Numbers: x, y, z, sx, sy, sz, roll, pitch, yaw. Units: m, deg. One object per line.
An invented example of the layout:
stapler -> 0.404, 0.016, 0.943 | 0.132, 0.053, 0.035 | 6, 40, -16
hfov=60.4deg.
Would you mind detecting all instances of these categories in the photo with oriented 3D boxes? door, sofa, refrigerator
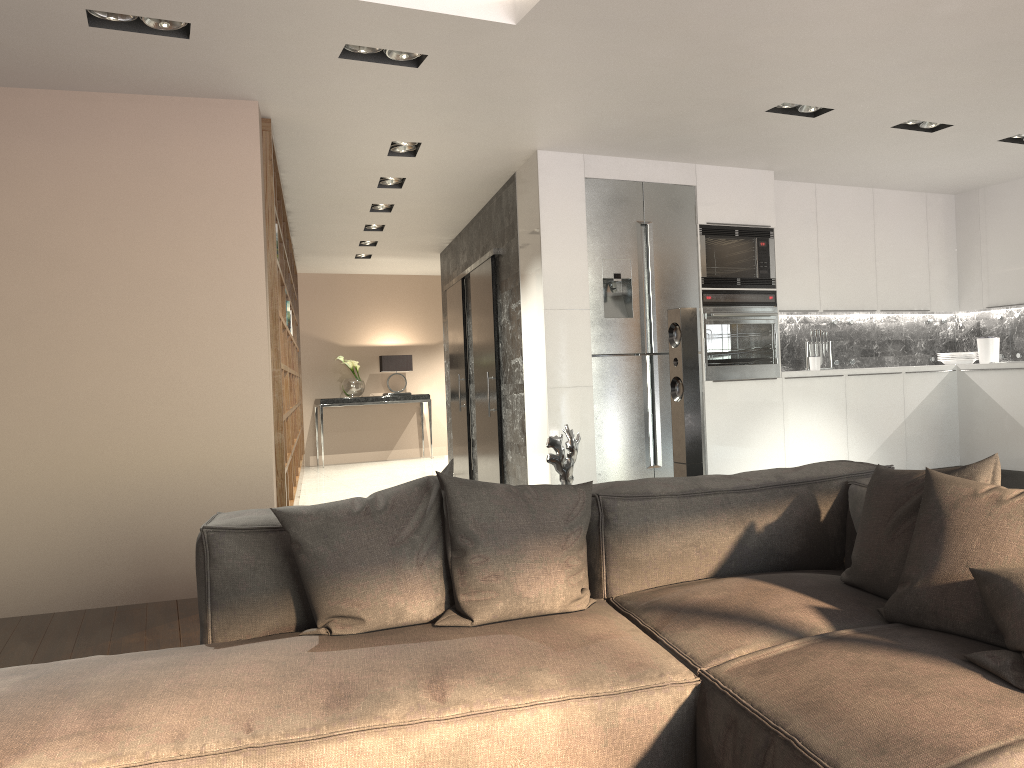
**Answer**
door -> -0.383, -0.038, 8.270 | 0.133, 2.056, 2.766 | -2, 0, -13
sofa -> 0.218, 0.658, 1.655 | 2.815, 0.704, 2.414 | -2, 0, -14
refrigerator -> 0.839, -0.213, 6.291 | 0.911, 2.343, 0.558 | -2, 0, -25

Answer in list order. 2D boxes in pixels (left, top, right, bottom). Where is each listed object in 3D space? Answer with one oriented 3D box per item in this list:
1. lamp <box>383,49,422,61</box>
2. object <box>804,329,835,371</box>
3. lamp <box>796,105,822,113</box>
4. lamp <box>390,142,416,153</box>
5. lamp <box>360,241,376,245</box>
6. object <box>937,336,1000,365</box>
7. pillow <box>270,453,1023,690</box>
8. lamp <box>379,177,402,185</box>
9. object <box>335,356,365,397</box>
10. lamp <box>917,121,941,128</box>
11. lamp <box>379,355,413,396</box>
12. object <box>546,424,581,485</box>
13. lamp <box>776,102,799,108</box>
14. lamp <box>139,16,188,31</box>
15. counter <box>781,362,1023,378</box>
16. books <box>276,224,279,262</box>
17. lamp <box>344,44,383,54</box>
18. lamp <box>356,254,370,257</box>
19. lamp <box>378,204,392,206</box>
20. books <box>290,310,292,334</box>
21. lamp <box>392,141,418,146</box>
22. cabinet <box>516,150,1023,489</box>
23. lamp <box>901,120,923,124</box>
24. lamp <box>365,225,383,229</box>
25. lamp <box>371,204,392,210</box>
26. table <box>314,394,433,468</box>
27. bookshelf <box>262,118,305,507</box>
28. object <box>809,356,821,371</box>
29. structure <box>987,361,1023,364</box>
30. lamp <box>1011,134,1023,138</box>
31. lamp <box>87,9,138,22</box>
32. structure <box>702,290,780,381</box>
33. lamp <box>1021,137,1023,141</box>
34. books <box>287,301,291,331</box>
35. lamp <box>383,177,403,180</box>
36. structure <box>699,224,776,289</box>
lamp -> -0.495, -1.522, 3.999 | 0.168, 0.077, 0.185 | -2, 0, 31
object -> 2.516, -0.281, 7.216 | 0.302, 0.336, 0.058 | -2, 0, -22
lamp -> 1.729, -1.615, 5.079 | 0.187, 0.077, 0.167 | -3, 0, -41
lamp -> -0.702, -1.524, 5.634 | 0.170, 0.077, 0.183 | -2, 0, 22
lamp -> -1.527, -1.515, 9.307 | 0.182, 0.077, 0.172 | -2, 0, -14
object -> 4.010, -0.292, 7.774 | 0.365, 0.234, 0.535 | -2, 0, -14
pillow -> 0.564, 0.388, 2.243 | 2.011, 0.431, 1.102 | -2, 0, 27
lamp -> -0.909, -1.522, 6.552 | 0.170, 0.077, 0.183 | -2, 0, 22
object -> -2.078, -0.102, 11.431 | 0.279, 0.546, 0.339 | -2, 0, 41
lamp -> 2.639, -1.653, 5.523 | 0.187, 0.077, 0.167 | -3, 0, -41
lamp -> -1.531, -0.115, 11.660 | 0.416, 0.528, 0.274 | -2, 0, -25
object -> 0.209, 0.296, 3.320 | 0.270, 0.287, 0.299 | -2, 0, 36
lamp -> 1.560, -1.608, 4.996 | 0.184, 0.077, 0.169 | -2, 0, -24
lamp -> -1.407, -1.483, 3.554 | 0.185, 0.077, 0.168 | -2, 0, -29
counter -> 3.637, -0.128, 5.857 | 2.809, 0.041, 3.859 | -2, 0, -23
books -> -1.585, -0.890, 5.577 | 0.198, 0.248, 0.042 | -2, 0, -16
lamp -> -0.664, -1.514, 3.916 | 0.183, 0.077, 0.171 | -2, 0, -18
lamp -> -1.737, -1.513, 10.218 | 0.182, 0.077, 0.172 | -2, 0, -14
lamp -> -1.076, -1.520, 7.298 | 0.184, 0.077, 0.170 | -2, 0, -21
books -> -2.143, -0.562, 8.196 | 0.180, 0.244, 0.018 | -2, 0, -17
lamp -> -0.664, -1.524, 5.465 | 0.171, 0.077, 0.183 | -2, 0, 21
cabinet -> 3.322, -0.375, 4.172 | 4.640, 2.500, 6.627 | -2, 0, -23
lamp -> 2.469, -1.646, 5.440 | 0.184, 0.077, 0.169 | -2, 0, -24
lamp -> -1.321, -1.517, 8.390 | 0.182, 0.077, 0.172 | -2, 0, -14
lamp -> -1.114, -1.520, 7.467 | 0.182, 0.077, 0.172 | -2, 0, -14
table -> -1.806, 0.594, 11.548 | 1.493, 0.865, 0.427 | -2, 0, -26
bookshelf -> -2.089, -0.185, 7.841 | 0.299, 2.490, 6.364 | -2, 0, -12
object -> 2.442, -0.168, 7.090 | 0.088, 0.117, 0.095 | -2, 0, 25
structure -> 4.263, -0.186, 7.051 | 0.591, 0.011, 0.597 | -2, 0, -24
lamp -> 3.377, -1.684, 5.881 | 0.167, 0.077, 0.186 | -2, 0, 42
lamp -> -1.577, -1.476, 3.471 | 0.183, 0.077, 0.171 | -2, 0, -18
structure -> 1.579, -0.356, 6.633 | 0.694, 0.651, 0.622 | -2, 0, -24
lamp -> 3.546, -1.692, 5.964 | 0.168, 0.077, 0.186 | -2, 0, 37
books -> -1.953, -0.566, 7.335 | 0.199, 0.245, 0.027 | -2, 0, -17
lamp -> -0.871, -1.522, 6.382 | 0.171, 0.077, 0.183 | -2, 0, 21
structure -> 1.539, -0.920, 6.674 | 0.689, 0.450, 0.586 | -2, 0, -24
